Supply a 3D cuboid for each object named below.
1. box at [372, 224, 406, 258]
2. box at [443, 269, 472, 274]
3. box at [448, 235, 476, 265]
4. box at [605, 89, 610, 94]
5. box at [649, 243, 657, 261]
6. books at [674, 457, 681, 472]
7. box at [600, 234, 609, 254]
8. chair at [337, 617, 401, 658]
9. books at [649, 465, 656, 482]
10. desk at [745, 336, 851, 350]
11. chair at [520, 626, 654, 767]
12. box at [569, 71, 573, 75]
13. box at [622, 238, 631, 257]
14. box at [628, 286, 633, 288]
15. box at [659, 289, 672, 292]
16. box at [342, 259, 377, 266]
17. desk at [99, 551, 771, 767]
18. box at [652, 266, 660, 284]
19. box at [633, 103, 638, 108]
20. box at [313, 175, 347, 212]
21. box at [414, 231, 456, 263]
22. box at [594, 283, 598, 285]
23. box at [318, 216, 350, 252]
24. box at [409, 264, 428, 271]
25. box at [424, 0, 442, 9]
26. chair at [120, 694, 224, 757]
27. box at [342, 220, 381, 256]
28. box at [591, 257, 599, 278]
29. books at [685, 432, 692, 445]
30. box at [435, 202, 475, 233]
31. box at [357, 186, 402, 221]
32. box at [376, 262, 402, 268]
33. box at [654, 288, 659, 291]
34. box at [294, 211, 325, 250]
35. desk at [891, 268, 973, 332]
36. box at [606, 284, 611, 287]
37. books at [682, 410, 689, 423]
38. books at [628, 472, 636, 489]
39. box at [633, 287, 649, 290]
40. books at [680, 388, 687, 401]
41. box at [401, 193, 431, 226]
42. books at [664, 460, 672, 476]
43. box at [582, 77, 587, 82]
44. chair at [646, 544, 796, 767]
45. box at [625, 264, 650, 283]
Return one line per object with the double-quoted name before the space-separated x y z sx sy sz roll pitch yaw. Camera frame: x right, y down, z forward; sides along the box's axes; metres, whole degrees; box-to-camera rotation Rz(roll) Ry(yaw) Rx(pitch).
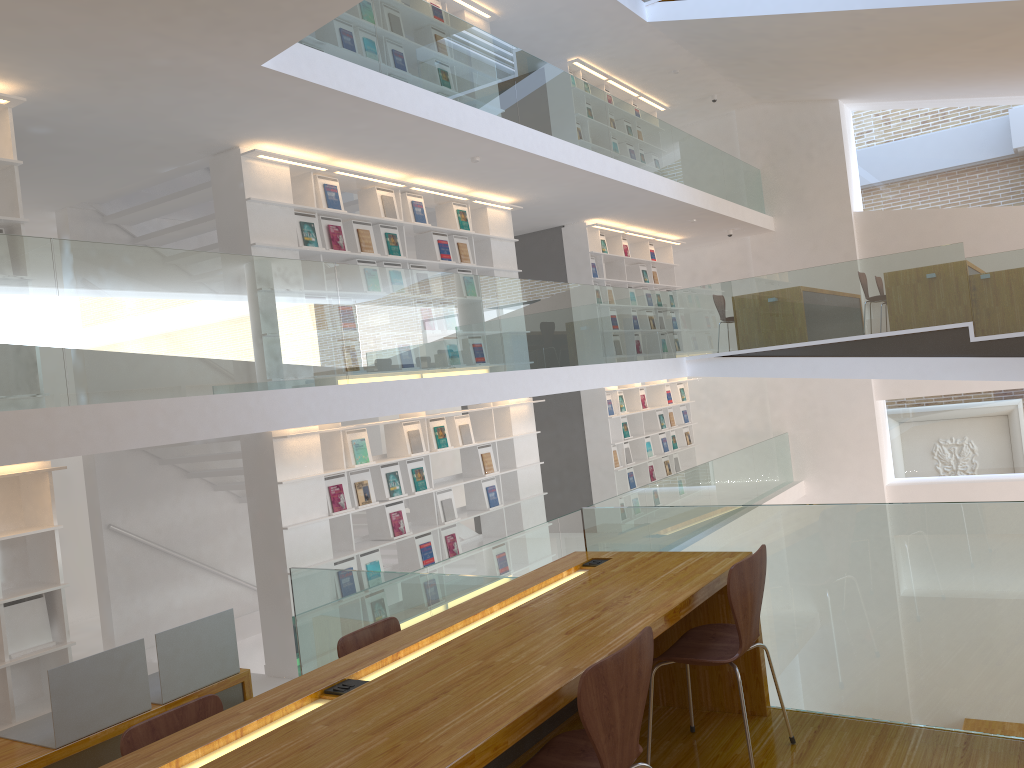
"box" -1.131 -1.238 7.821 0.274 0.296 0.245 -7 0 32
"box" -0.514 -0.971 8.738 0.274 0.296 0.245 -7 0 32
"box" -0.553 -1.297 8.739 0.274 0.296 0.245 -7 0 32
"box" 1.231 -3.869 12.127 0.274 0.296 0.245 -7 0 32
"box" 1.952 -1.884 12.892 0.274 0.296 0.245 -7 0 32
"books" 2.379 1.170 12.794 0.037 0.210 0.145 -7 0 32
"box" 1.100 -1.796 11.541 0.274 0.296 0.245 -7 0 32
"chair" -0.431 1.356 3.667 0.381 0.693 0.428 -7 0 32
"books" 1.900 1.216 12.040 0.037 0.210 0.145 -7 0 32
"desk" 3.650 -0.796 11.016 0.760 0.606 3.194 -7 0 32
"chair" 0.143 0.962 2.129 0.381 0.693 0.428 -7 0 32
"box" 0.656 -3.808 11.220 0.274 0.296 0.245 -7 0 32
"box" 1.463 -1.835 12.112 0.274 0.296 0.245 -7 0 32
"box" 1.548 -1.182 12.127 0.274 0.296 0.245 -7 0 32
"box" 2.306 -1.261 13.331 0.274 0.296 0.245 -7 0 32
"box" -1.277 -0.893 7.528 0.274 0.296 0.245 -7 0 32
"desk" -0.419 1.234 2.341 1.285 0.918 3.236 -7 0 32
"box" 1.989 -1.558 12.890 0.274 0.296 0.245 -7 0 32
"box" 1.719 -3.917 12.907 0.274 0.296 0.245 -7 0 32
"box" -1.543 -1.526 7.229 0.274 0.296 0.245 -7 0 32
"box" -0.734 -1.281 8.452 0.274 0.296 0.245 -7 0 32
"box" 0.976 -1.124 11.220 0.274 0.296 0.245 -7 0 32
"box" -1.516 -1.198 7.233 0.274 0.296 0.245 -7 0 32
"box" -0.900 -0.931 8.126 0.274 0.296 0.245 -7 0 32
"box" -0.826 -3.657 8.750 0.274 0.296 0.245 -7 0 32
"chair" -0.948 1.410 2.846 0.381 0.693 0.428 -7 0 32
"box" -1.315 -1.219 7.529 0.274 0.296 0.245 -7 0 32
"box" 0.935 -1.450 11.217 0.274 0.296 0.245 -7 0 32
"books" 2.639 0.822 13.265 0.037 0.210 0.145 -7 0 32
"box" -0.564 -1.627 8.783 0.274 0.296 0.245 -7 0 32
"box" -1.165 -1.565 7.829 0.274 0.296 0.245 -7 0 32
"box" -1.096 -0.911 7.814 0.274 0.296 0.245 -7 0 32
"box" 2.021 -1.231 12.879 0.274 0.296 0.245 -7 0 32
"box" -1.668 -1.184 6.970 0.274 0.296 0.245 -7 0 32
"desk" 5.195 -0.904 10.034 1.248 0.757 3.196 -7 0 32
"box" 1.176 -1.144 11.537 0.274 0.296 0.245 -7 0 32
"books" 2.600 0.499 13.264 0.037 0.210 0.145 -7 0 32
"books" 1.550 1.248 11.479 0.037 0.210 0.145 -7 0 32
"box" 1.834 -1.212 12.582 0.274 0.296 0.245 -7 0 32
"books" 2.559 0.165 13.269 0.037 0.210 0.145 -7 0 32
"box" -0.943 -1.588 8.182 0.274 0.296 0.245 -7 0 32
"books" 2.203 1.188 12.513 0.037 0.210 0.145 -7 0 32
"box" 0.868 -3.830 11.556 0.274 0.296 0.245 -7 0 32
"chair" 0.660 0.909 2.950 0.381 0.693 0.428 -7 0 32
"box" 1.797 -1.538 12.584 0.274 0.296 0.245 -7 0 32
